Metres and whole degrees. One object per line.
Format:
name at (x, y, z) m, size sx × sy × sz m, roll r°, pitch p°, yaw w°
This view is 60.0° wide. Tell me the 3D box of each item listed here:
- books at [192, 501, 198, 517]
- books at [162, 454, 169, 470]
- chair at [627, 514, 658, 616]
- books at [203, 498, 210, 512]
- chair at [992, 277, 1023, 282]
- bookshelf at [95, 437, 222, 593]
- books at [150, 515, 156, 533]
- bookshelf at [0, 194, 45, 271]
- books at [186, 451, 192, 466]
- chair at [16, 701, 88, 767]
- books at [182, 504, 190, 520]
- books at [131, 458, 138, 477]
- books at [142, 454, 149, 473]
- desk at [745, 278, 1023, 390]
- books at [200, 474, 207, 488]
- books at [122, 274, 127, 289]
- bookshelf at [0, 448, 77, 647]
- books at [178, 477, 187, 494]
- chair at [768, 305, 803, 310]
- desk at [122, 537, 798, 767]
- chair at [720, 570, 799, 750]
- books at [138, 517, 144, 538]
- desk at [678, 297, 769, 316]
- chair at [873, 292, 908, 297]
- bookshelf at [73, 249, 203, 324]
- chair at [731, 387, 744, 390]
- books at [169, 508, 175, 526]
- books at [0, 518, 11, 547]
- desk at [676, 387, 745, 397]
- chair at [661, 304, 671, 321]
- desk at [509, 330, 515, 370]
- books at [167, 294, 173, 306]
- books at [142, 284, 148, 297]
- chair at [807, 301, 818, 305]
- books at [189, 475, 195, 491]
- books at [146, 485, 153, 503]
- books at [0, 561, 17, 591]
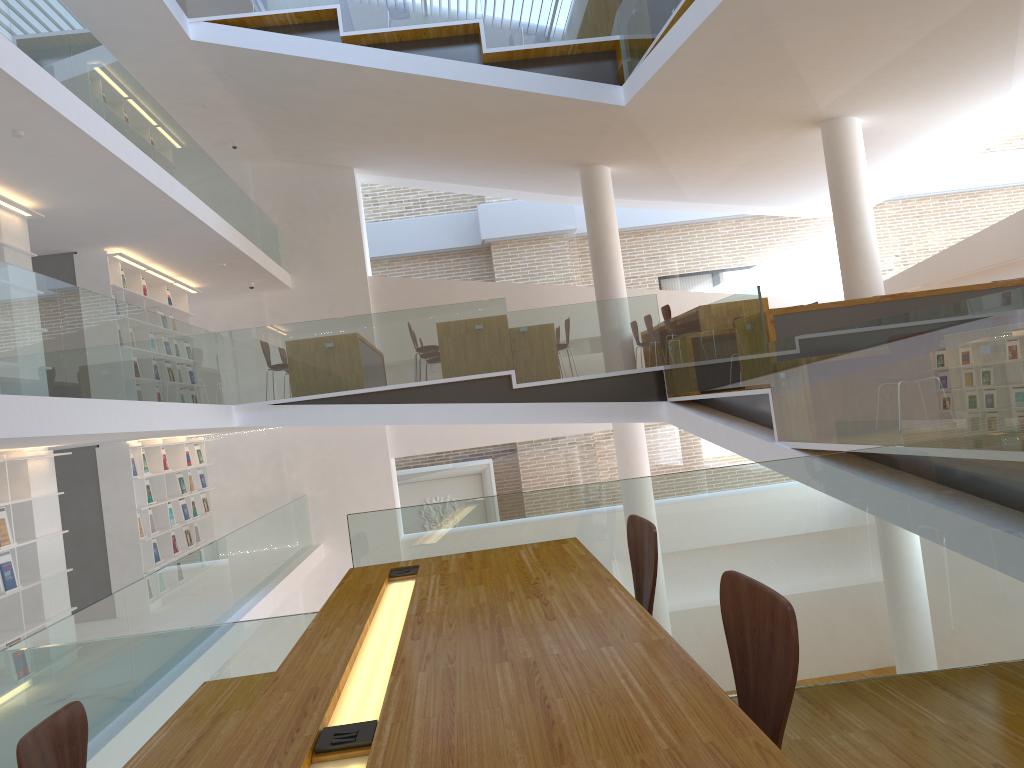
books at (-4.109, 1.622, 11.455) m, size 0.037 × 0.210 × 0.145 m, roll -7°, pitch -2°, yaw -4°
books at (-4.141, 0.944, 10.582) m, size 0.037 × 0.210 × 0.145 m, roll -7°, pitch -2°, yaw -4°
chair at (0.245, 0.753, 2.507) m, size 0.381 × 0.693 × 0.428 m, roll -7°, pitch -2°, yaw -4°
books at (-4.141, 1.646, 12.009) m, size 0.037 × 0.210 × 0.145 m, roll -7°, pitch -2°, yaw -4°
chair at (4.577, -0.618, 7.892) m, size 0.428 × 0.693 × 0.381 m, roll -7°, pitch -2°, yaw -4°
bookshelf at (-4.110, 1.577, 10.804) m, size 0.498 × 1.836 × 2.984 m, roll -7°, pitch -2°, yaw -4°
books at (-4.015, 1.563, 9.878) m, size 0.037 × 0.210 × 0.145 m, roll -7°, pitch -2°, yaw -4°
bookshelf at (-4.074, -0.647, 5.811) m, size 0.498 × 1.836 × 3.666 m, roll -7°, pitch -2°, yaw -4°
books at (-4.195, 0.977, 11.488) m, size 0.037 × 0.210 × 0.145 m, roll -7°, pitch -2°, yaw -4°
chair at (-1.045, 1.233, 2.413) m, size 0.381 × 0.693 × 0.428 m, roll -7°, pitch -2°, yaw -4°
books at (-4.089, 1.609, 11.121) m, size 0.037 × 0.210 × 0.145 m, roll -7°, pitch -2°, yaw -4°
books at (-4.076, 0.903, 9.532) m, size 0.037 × 0.210 × 0.145 m, roll -7°, pitch -2°, yaw -4°
books at (-4.105, 0.883, 9.889) m, size 0.037 × 0.210 × 0.145 m, roll -7°, pitch -2°, yaw -4°
desk at (3.624, -0.265, 7.117) m, size 3.216 × 1.022 × 1.248 m, roll -7°, pitch -2°, yaw -4°
books at (-4.182, 1.324, 12.015) m, size 0.037 × 0.210 × 0.145 m, roll -7°, pitch -2°, yaw -4°
books at (-4.363, -1.131, 9.953) m, size 0.037 × 0.210 × 0.145 m, roll -7°, pitch -2°, yaw -4°
bookshelf at (-3.863, 1.403, 5.750) m, size 0.397 × 1.836 × 3.666 m, roll -7°, pitch -2°, yaw -4°
books at (-4.135, 1.276, 11.130) m, size 0.037 × 0.210 × 0.145 m, roll -7°, pitch -2°, yaw -4°
chair at (2.518, -0.357, 7.799) m, size 0.428 × 0.693 × 0.381 m, roll -7°, pitch -2°, yaw -4°
desk at (-0.269, 0.993, 1.359) m, size 1.285 × 0.918 × 3.236 m, roll -7°, pitch -2°, yaw -4°
chair at (0.302, 0.718, 1.538) m, size 0.381 × 0.693 × 0.428 m, roll -7°, pitch -2°, yaw -4°
books at (-3.997, 1.540, 9.497) m, size 0.037 × 0.210 × 0.145 m, roll -7°, pitch -2°, yaw -4°
desk at (2.619, -0.499, 11.276) m, size 1.247 × 0.762 × 3.194 m, roll -7°, pitch -2°, yaw -4°
chair at (3.479, -0.478, 7.860) m, size 0.428 × 0.693 × 0.381 m, roll -7°, pitch -2°, yaw -4°
bookshelf at (-4.372, -0.466, 10.862) m, size 0.498 × 1.836 × 2.984 m, roll -7°, pitch -2°, yaw -4°
chair at (2.355, -0.311, 8.675) m, size 0.428 × 0.693 × 0.381 m, roll -7°, pitch -2°, yaw -4°
books at (-4.060, 1.583, 10.563) m, size 0.037 × 0.210 × 0.145 m, roll -7°, pitch -2°, yaw -4°
books at (-3.802, 1.112, 6.611) m, size 0.037 × 0.210 × 0.145 m, roll -7°, pitch -2°, yaw -4°
desk at (3.391, -0.387, 9.143) m, size 3.356 × 0.606 × 0.760 m, roll -7°, pitch -2°, yaw -4°
chair at (1.951, -0.566, 10.100) m, size 0.381 × 0.693 × 0.428 m, roll -7°, pitch -2°, yaw -4°
desk at (-0.237, -0.294, 11.034) m, size 1.248 × 0.757 × 3.196 m, roll -7°, pitch -2°, yaw -4°
books at (-4.456, -1.058, 11.546) m, size 0.037 × 0.210 × 0.145 m, roll -7°, pitch -2°, yaw -4°
books at (-4.402, -1.090, 10.639) m, size 0.037 × 0.210 × 0.145 m, roll -7°, pitch -2°, yaw -4°
chair at (3.444, -0.600, 10.544) m, size 0.381 × 0.693 × 0.428 m, roll -7°, pitch -2°, yaw -4°
books at (-4.155, 1.289, 11.479) m, size 0.037 × 0.210 × 0.145 m, roll -7°, pitch -2°, yaw -4°
books at (-4.058, 1.235, 9.903) m, size 0.037 × 0.210 × 0.145 m, roll -7°, pitch -2°, yaw -4°
books at (-3.758, 1.437, 6.619) m, size 0.037 × 0.210 × 0.145 m, roll -7°, pitch -2°, yaw -4°
